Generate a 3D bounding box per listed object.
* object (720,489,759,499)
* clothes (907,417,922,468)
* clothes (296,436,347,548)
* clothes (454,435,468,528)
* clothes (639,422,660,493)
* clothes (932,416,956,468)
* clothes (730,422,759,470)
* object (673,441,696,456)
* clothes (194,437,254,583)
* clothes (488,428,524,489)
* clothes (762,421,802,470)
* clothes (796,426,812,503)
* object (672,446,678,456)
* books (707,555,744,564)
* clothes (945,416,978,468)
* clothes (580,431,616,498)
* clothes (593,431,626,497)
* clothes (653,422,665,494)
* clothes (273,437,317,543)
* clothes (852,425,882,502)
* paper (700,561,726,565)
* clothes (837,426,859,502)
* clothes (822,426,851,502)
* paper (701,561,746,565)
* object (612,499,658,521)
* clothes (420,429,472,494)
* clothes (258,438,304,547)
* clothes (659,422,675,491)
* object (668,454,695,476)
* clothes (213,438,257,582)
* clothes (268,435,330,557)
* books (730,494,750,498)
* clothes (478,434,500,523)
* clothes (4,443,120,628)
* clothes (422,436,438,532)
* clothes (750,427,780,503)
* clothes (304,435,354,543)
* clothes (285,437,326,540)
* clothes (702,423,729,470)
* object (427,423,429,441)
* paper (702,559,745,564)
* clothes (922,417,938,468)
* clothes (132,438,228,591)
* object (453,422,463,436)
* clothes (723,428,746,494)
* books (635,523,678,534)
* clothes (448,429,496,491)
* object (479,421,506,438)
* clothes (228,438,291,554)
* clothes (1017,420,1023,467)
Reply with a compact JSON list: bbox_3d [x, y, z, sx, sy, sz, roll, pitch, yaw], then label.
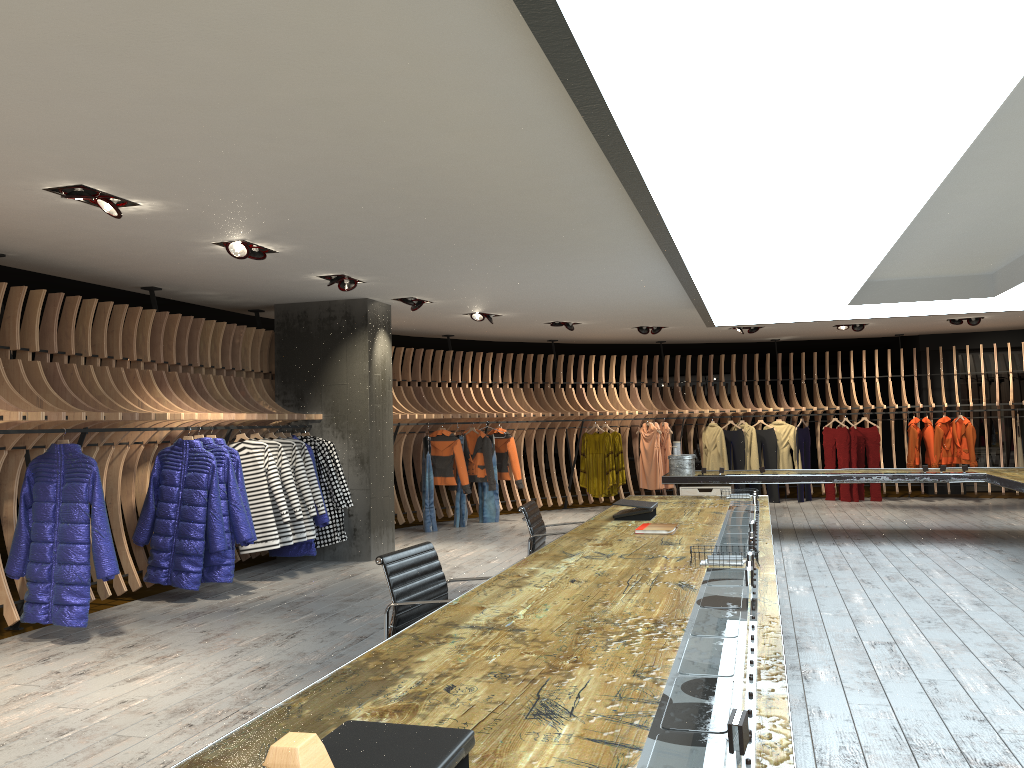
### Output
[{"bbox_3d":[1.854,0.899,7.225,0.302,0.074,0.216,-2,-3,10],"label":"object"},{"bbox_3d":[6.508,0.978,14.343,0.200,0.882,0.839,-4,-4,31],"label":"clothes"},{"bbox_3d":[-2.069,1.125,9.144,0.807,1.188,0.191,-2,-4,16],"label":"clothes"},{"bbox_3d":[-0.739,1.418,12.321,0.200,1.423,0.308,-2,-4,8],"label":"clothes"},{"bbox_3d":[2.227,1.199,14.383,0.125,1.157,0.447,2,-5,-40],"label":"clothes"},{"bbox_3d":[6.920,0.960,14.192,0.839,0.882,0.200,2,-5,-44],"label":"clothes"},{"bbox_3d":[3.850,1.077,14.722,0.250,0.890,0.704,1,-4,-34],"label":"clothes"},{"bbox_3d":[2.034,0.780,10.461,0.262,0.204,0.088,-2,-3,14],"label":"object"},{"bbox_3d":[-2.623,1.077,7.515,0.883,1.247,0.249,-2,-4,12],"label":"clothes"},{"bbox_3d":[-0.178,1.080,12.989,0.200,0.882,0.839,2,-5,-44],"label":"clothes"},{"bbox_3d":[4.449,1.060,14.724,0.704,0.890,0.250,-4,-4,36],"label":"clothes"},{"bbox_3d":[4.839,1.375,14.697,0.087,1.354,0.539,-4,-5,40],"label":"clothes"},{"bbox_3d":[1.912,0.787,10.406,0.062,0.109,0.062,0,-4,-18],"label":"object"},{"bbox_3d":[0.954,0.784,3.970,0.155,0.025,0.110,-2,-3,11],"label":"books"},{"bbox_3d":[7.138,0.950,14.078,0.201,0.882,0.838,-1,-3,-4],"label":"clothes"},{"bbox_3d":[1.346,1.267,13.989,0.168,1.046,0.664,2,-5,-43],"label":"clothes"},{"bbox_3d":[1.507,1.267,14.076,0.168,1.046,0.664,2,-5,-43],"label":"clothes"},{"bbox_3d":[2.338,1.198,14.421,0.125,1.157,0.447,0,-4,-15],"label":"clothes"},{"bbox_3d":[-2.232,1.050,8.630,0.752,1.063,0.128,-2,-4,14],"label":"clothes"},{"bbox_3d":[5.810,1.352,14.539,0.093,1.339,0.551,1,-4,-34],"label":"clothes"},{"bbox_3d":[0.935,0.801,3.973,0.176,0.003,0.130,-2,-3,14],"label":"paper"},{"bbox_3d":[5.528,1.362,14.601,0.093,1.339,0.551,-1,-4,-14],"label":"clothes"},{"bbox_3d":[5.365,1.367,14.631,0.093,1.339,0.551,1,-4,-29],"label":"clothes"},{"bbox_3d":[0.949,0.799,3.974,0.176,0.004,0.130,-3,-3,24],"label":"paper"},{"bbox_3d":[0.828,0.840,5.932,0.261,0.111,0.372,-2,-3,16],"label":"object"},{"bbox_3d":[-0.949,1.062,12.150,0.839,0.882,0.200,-3,-4,31],"label":"clothes"},{"bbox_3d":[-2.303,1.041,8.378,0.752,1.063,0.128,-2,-4,14],"label":"clothes"},{"bbox_3d":[2.496,1.196,14.464,0.125,1.157,0.447,0,-4,-20],"label":"clothes"},{"bbox_3d":[2.017,0.962,10.513,0.303,0.239,0.497,-2,-3,16],"label":"object"},{"bbox_3d":[-2.651,1.089,7.708,0.885,1.240,0.245,-2,-4,12],"label":"clothes"},{"bbox_3d":[-2.251,1.139,9.030,0.885,1.240,0.245,-2,-4,12],"label":"clothes"},{"bbox_3d":[1.857,0.909,7.221,0.155,0.025,0.110,-2,-3,11],"label":"books"},{"bbox_3d":[-0.348,1.428,12.770,0.309,1.423,0.200,-1,-4,-12],"label":"clothes"},{"bbox_3d":[-3.113,1.026,6.062,0.885,1.240,0.245,-2,-4,12],"label":"clothes"},{"bbox_3d":[-1.102,1.405,11.851,0.200,1.423,0.308,-1,-4,-7],"label":"clothes"},{"bbox_3d":[4.161,1.396,14.701,0.539,1.354,0.087,-4,-5,40],"label":"clothes"},{"bbox_3d":[-2.027,1.132,9.327,0.799,1.187,0.191,-2,-4,16],"label":"clothes"},{"bbox_3d":[-2.184,1.057,8.802,0.752,1.063,0.128,-2,-4,14],"label":"clothes"},{"bbox_3d":[3.326,1.087,14.652,0.250,0.890,0.704,0,-4,-24],"label":"clothes"},{"bbox_3d":[-1.121,0.637,11.892,0.023,0.243,0.548,-1,-3,-3],"label":"object"},{"bbox_3d":[0.949,0.796,3.974,0.176,0.004,0.130,-2,-3,22],"label":"paper"},{"bbox_3d":[6.741,0.970,14.313,0.201,0.882,0.839,-3,-3,21],"label":"clothes"},{"bbox_3d":[-2.813,1.086,7.421,0.880,1.262,0.242,-2,-4,12],"label":"clothes"},{"bbox_3d":[-0.756,0.650,12.376,0.023,0.243,0.549,-2,-3,12],"label":"object"},{"bbox_3d":[3.646,1.407,14.668,0.087,1.354,0.539,2,-5,-40],"label":"clothes"},{"bbox_3d":[0.855,0.849,5.218,0.213,0.026,0.365,-2,-3,16],"label":"books"},{"bbox_3d":[-0.547,1.072,12.547,0.839,0.882,0.200,-4,-4,36],"label":"clothes"},{"bbox_3d":[-0.361,0.660,12.818,0.549,0.243,0.023,-1,-4,-8],"label":"object"},{"bbox_3d":[-2.367,1.032,8.151,0.752,1.063,0.128,-2,-4,14],"label":"clothes"},{"bbox_3d":[7.858,1.041,13.703,0.096,0.989,0.465,-3,-4,28],"label":"clothes"}]
